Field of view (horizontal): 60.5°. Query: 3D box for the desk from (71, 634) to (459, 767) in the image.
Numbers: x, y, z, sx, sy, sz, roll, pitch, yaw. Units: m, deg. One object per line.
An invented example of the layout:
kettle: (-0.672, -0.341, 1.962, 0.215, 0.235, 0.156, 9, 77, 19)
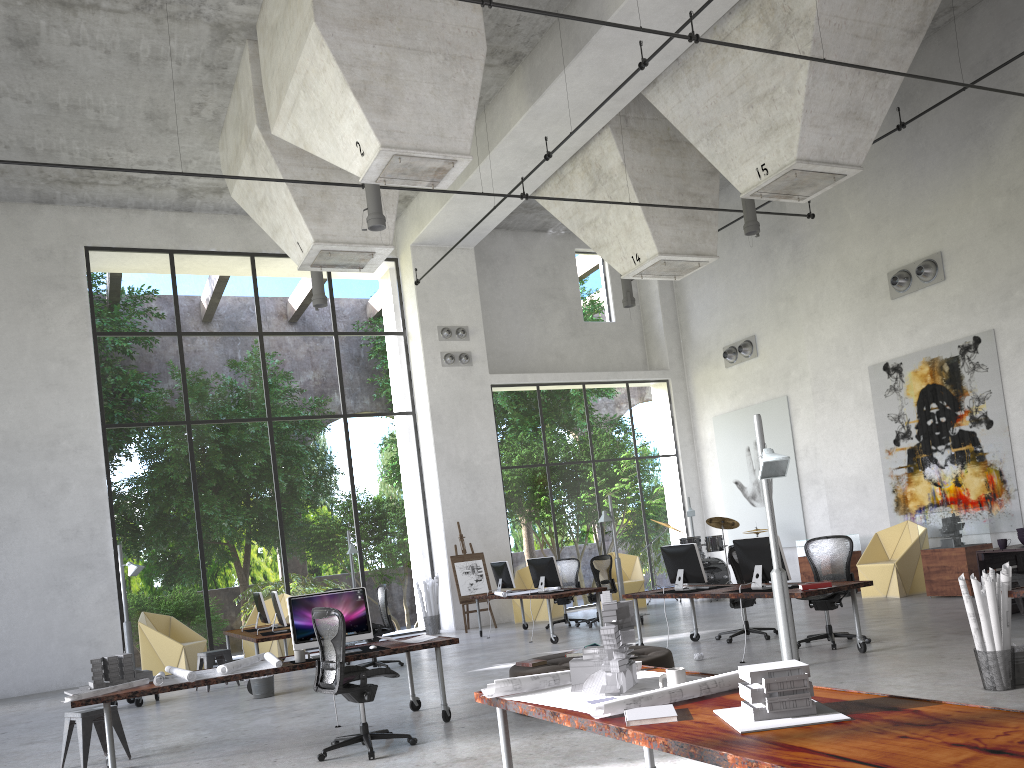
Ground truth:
desk: (-2.041, 2.784, 7.621, 3.116, 0.717, 0.991, -2, -9, -26)

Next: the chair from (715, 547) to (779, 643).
chair: (2.853, 2.596, 10.983, 0.768, 1.174, 0.804, -2, -7, -42)

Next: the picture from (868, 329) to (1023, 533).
picture: (6.824, 0.926, 14.014, 0.020, 2.991, 2.394, -5, -6, -26)

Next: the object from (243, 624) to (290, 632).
object: (-3.658, 3.680, 13.230, 0.685, 0.008, 0.865, -2, -12, -24)

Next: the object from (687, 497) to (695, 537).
object: (4.025, 3.552, 19.348, 0.581, 2.134, 0.599, -7, -3, 9)

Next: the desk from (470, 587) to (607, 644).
desk: (0.391, 3.770, 14.394, 0.970, 0.716, 3.188, -3, -11, -26)

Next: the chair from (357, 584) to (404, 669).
chair: (-1.967, 3.436, 12.356, 0.789, 1.174, 0.782, -3, -7, -37)

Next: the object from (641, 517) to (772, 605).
object: (4.052, 3.461, 17.802, 1.876, 1.726, 3.020, -1, -11, -41)

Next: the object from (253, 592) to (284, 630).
object: (-3.695, 3.402, 13.244, 0.375, 0.547, 0.727, -4, -8, -25)

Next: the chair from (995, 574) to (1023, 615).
chair: (5.619, 2.410, 9.931, 0.421, 0.485, 0.441, -8, -6, 9)

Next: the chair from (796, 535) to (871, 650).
chair: (3.458, 2.269, 9.638, 0.779, 1.174, 0.793, -10, -6, 32)

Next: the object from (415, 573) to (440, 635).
object: (-1.593, 4.311, 17.159, 0.446, 1.199, 0.411, -10, -5, 42)

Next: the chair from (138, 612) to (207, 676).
chair: (-5.732, 4.356, 14.739, 0.937, 1.158, 0.989, -8, -6, 9)

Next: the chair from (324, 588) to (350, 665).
chair: (-2.884, 3.793, 13.663, 0.777, 1.174, 0.794, -10, -6, 27)

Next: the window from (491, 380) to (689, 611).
window: (1.858, 2.367, 19.174, 4.542, 4.851, 0.020, -4, -4, -26)

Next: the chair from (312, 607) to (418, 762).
chair: (-1.262, 2.354, 7.078, 0.780, 1.174, 0.792, -11, -7, 37)

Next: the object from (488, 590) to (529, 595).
object: (-0.053, 3.620, 15.210, 0.685, 0.008, 0.865, -2, -12, -24)

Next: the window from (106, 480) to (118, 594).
window: (-2.545, 0.134, 7.616, 99.082, 20.211, 99.247, -15, -13, 39)

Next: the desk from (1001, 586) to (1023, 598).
desk: (4.728, 1.518, 5.235, 0.960, 0.716, 3.190, -3, -11, -26)

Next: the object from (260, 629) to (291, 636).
object: (-3.065, 3.372, 11.975, 0.685, 0.008, 0.865, -3, -11, -19)

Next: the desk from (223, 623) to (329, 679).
desk: (-3.414, 3.892, 12.611, 0.960, 0.716, 3.190, -3, -11, -26)

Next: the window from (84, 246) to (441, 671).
window: (-4.608, 1.299, 16.988, 5.936, 7.783, 0.068, -4, -4, -26)

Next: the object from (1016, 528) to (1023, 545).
object: (5.989, 1.765, 10.187, 0.213, 0.212, 0.196, -4, -7, -25)

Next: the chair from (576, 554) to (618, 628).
chair: (1.419, 3.536, 15.043, 0.800, 1.174, 0.772, -10, -6, 27)

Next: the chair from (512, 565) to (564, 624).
chair: (0.489, 4.136, 17.537, 0.987, 1.159, 0.938, -9, -6, 22)

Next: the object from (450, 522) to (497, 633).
object: (-0.832, 3.709, 17.019, 0.691, 2.125, 0.694, -5, -4, -25)

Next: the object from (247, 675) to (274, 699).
object: (-3.138, 3.766, 11.001, 0.294, 0.295, 0.404, -3, -9, -33)

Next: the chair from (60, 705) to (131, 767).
chair: (-3.720, 3.134, 7.810, 0.425, 0.485, 0.437, -12, -8, 36)

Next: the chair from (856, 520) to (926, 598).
chair: (6.120, 2.800, 14.055, 0.930, 1.158, 0.996, -4, -7, -28)

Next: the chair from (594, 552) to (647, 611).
chair: (2.192, 3.972, 17.758, 0.977, 1.159, 0.947, -6, -6, -7)

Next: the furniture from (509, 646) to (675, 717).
furniture: (0.734, 2.703, 8.034, 1.502, 0.424, 1.537, -2, -11, -24)

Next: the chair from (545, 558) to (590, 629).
chair: (0.934, 3.685, 15.525, 0.773, 1.174, 0.798, -8, -5, 13)

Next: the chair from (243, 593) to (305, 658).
chair: (-4.313, 4.396, 15.855, 0.986, 1.159, 0.940, -9, -6, 19)

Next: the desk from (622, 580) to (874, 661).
desk: (2.514, 2.660, 9.869, 0.970, 0.716, 3.188, -3, -11, -26)

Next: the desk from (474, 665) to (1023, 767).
desk: (0.923, 1.640, 3.452, 0.970, 0.716, 3.188, -3, -11, -26)

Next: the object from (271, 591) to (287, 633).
object: (-3.102, 3.093, 11.989, 0.375, 0.547, 0.727, -5, -8, -20)

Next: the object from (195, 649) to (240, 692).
object: (-4.200, 4.054, 12.455, 0.474, 0.527, 0.463, -1, -8, -41)

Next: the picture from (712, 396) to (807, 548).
picture: (5.167, 1.977, 18.520, 0.020, 2.991, 2.376, -5, -6, -26)

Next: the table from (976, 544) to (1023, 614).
table: (6.489, 2.151, 9.888, 1.499, 0.787, 1.631, -2, -10, -26)
